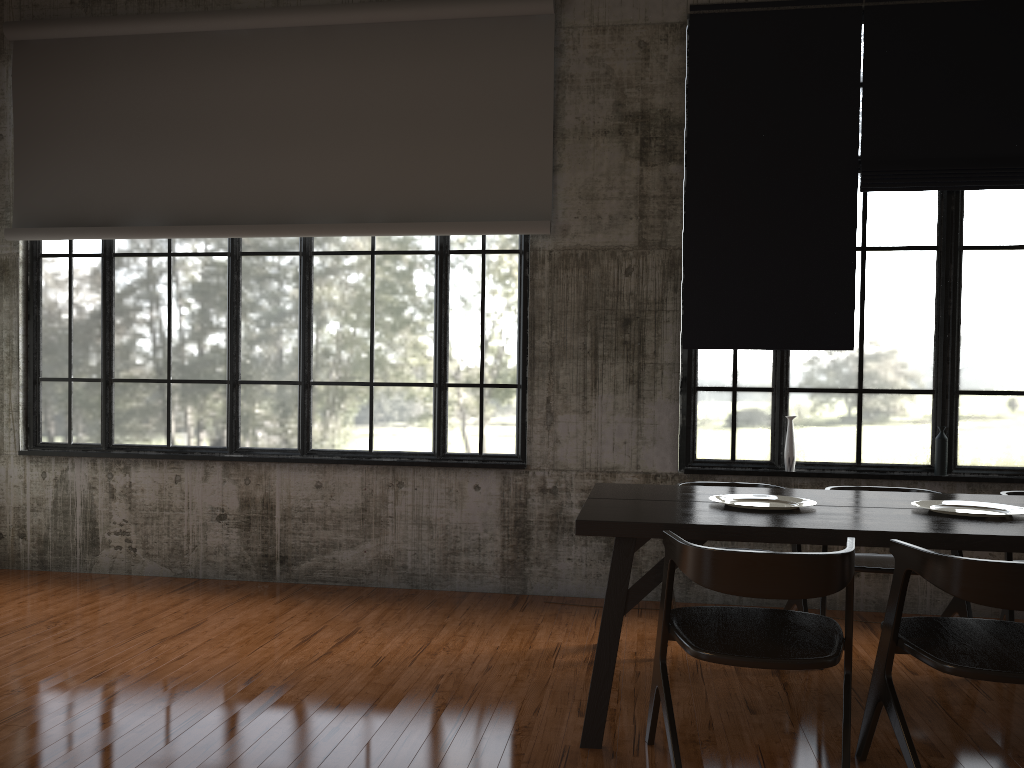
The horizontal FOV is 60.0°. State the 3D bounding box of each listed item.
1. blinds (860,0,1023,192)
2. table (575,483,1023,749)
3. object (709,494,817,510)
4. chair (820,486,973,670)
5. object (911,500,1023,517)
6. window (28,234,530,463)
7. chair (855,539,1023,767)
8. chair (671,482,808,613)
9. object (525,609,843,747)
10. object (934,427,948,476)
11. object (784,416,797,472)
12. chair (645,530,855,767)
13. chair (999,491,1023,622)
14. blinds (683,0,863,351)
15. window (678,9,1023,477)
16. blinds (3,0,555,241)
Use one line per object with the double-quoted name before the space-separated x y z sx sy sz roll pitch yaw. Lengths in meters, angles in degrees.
"blinds" 3.127 -2.068 6.239 1.254 1.399 0.052 1 1 9
"table" 2.220 1.130 4.413 3.702 1.007 1.638 1 0 9
"object" 1.265 0.601 4.488 0.526 0.024 0.526 1 0 19
"chair" 2.232 1.144 5.267 0.878 0.994 0.769 1 1 9
"object" 2.243 0.614 4.341 0.526 0.024 0.526 1 0 19
"window" -1.952 -1.088 7.125 4.304 3.438 0.050 1 1 9
"chair" 1.882 1.126 3.469 0.878 0.994 0.769 1 1 8
"chair" 1.341 1.131 5.401 0.878 0.994 0.769 1 1 8
"object" 5.080 1.337 1.276 20.829 0.658 8.766 1 0 9
"object" 3.059 0.480 6.317 0.080 0.352 0.080 2 2 40
"object" 2.034 0.436 6.475 0.082 0.411 0.082 0 2 -31
"chair" 0.991 1.113 3.603 0.878 0.994 0.769 1 1 9
"chair" 3.239 1.158 5.125 0.878 0.994 0.769 1 1 8
"blinds" 1.889 -1.517 6.460 1.215 2.536 0.034 1 1 9
"window" 3.164 -1.017 6.356 3.811 3.438 0.050 1 1 9
"blinds" -1.907 -2.030 6.906 4.465 1.777 0.136 1 1 9
